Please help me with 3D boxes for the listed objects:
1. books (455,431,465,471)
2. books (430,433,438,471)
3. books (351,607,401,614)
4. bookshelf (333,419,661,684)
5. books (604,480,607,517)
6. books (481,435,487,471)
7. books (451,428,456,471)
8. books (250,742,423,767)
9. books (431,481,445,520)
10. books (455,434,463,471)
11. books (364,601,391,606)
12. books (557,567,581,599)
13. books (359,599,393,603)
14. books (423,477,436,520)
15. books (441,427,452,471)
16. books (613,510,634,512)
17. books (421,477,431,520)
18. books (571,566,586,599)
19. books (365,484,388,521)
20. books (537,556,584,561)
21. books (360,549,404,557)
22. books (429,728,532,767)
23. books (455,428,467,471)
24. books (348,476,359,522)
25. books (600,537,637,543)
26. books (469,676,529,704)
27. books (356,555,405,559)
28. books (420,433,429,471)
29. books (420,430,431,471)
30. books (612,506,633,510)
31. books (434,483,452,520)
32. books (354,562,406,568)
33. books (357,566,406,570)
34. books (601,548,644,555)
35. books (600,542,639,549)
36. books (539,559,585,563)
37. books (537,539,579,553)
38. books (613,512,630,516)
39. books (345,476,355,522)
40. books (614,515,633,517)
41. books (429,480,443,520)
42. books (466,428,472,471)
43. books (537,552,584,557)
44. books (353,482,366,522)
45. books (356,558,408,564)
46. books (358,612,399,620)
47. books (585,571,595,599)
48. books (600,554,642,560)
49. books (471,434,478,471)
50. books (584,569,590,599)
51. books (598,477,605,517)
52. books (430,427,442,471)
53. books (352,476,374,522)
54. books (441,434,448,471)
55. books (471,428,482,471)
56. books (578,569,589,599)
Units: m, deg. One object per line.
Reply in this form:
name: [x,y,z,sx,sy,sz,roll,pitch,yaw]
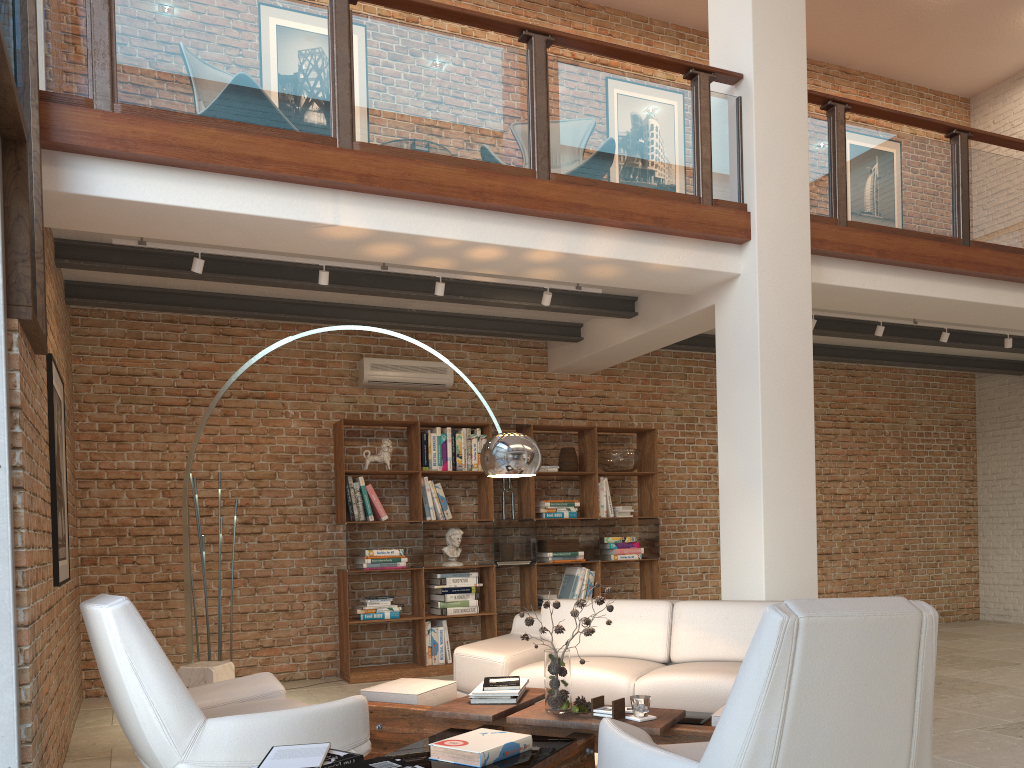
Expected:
books: [-0.482,0.609,7.752,0.020,0.356,0.274,-2,-3,-24]
books: [-0.719,0.609,7.639,0.055,0.326,0.257,-2,-3,-24]
books: [-1.164,1.929,7.454,0.380,0.036,0.248,3,-11,-24]
bookshelf: [-0.044,1.476,7.924,3.035,2.181,0.367,1,-1,-24]
books: [0.825,1.102,8.327,0.020,0.356,0.274,-2,-3,-24]
books: [-0.296,0.636,7.852,0.055,0.326,0.257,-2,-3,-24]
books: [-0.560,0.592,7.718,0.036,0.380,0.246,-2,-2,-24]
books: [-0.530,1.078,2.407,0.390,0.078,0.575,6,-12,-39]
books: [-0.694,1.031,7.669,0.124,0.345,0.274,-1,-3,-24]
books: [-0.511,0.619,7.723,0.055,0.326,0.257,-2,-3,-24]
books: [-1.158,1.879,7.471,0.206,0.033,0.134,3,-10,-24]
books: [0.530,1.909,8.214,0.163,0.369,0.246,-1,-3,-24]
books: [-1.167,1.854,7.475,0.237,0.018,0.173,4,-11,-30]
books: [-0.755,1.007,7.622,0.103,0.380,0.246,-1,-2,-24]
books: [-0.590,0.588,7.694,0.036,0.380,0.246,-2,-2,-24]
books: [1.050,1.227,8.418,0.171,0.018,0.240,2,-10,-20]
books: [-0.799,1.009,7.628,0.101,0.380,0.246,-1,-2,-24]
books: [0.578,1.906,8.209,0.161,0.369,0.246,-1,-3,-24]
books: [-1.189,1.020,7.462,0.195,0.316,0.257,0,-4,-24]
books: [0.448,1.632,8.180,0.380,0.036,0.247,4,-11,-28]
books: [-1.119,1.446,7.472,0.326,0.055,0.258,2,-10,-21]
books: [-0.118,1.403,3.372,0.257,0.056,0.329,-8,-12,36]
books: [-0.461,0.599,7.776,0.036,0.380,0.246,-2,-2,-24]
books: [-1.368,0.976,7.372,0.091,0.381,0.246,-2,-2,-24]
books: [1.005,1.506,8.418,0.326,0.055,0.259,1,-10,-14]
books: [-0.064,1.519,4.341,0.250,0.073,0.406,-3,-10,8]
books: [-1.127,1.484,7.471,0.356,0.020,0.276,3,-11,-25]
books: [-0.797,0.609,7.625,0.055,0.326,0.257,-2,-3,-24]
books: [-0.762,0.597,7.639,0.020,0.356,0.274,-2,-3,-24]
books: [1.044,1.200,8.410,0.133,0.033,0.208,5,-11,-33]
books: [-0.644,1.039,7.676,0.158,0.326,0.257,-1,-3,-24]
books: [-1.128,1.546,7.456,0.380,0.036,0.247,4,-11,-28]
books: [-1.121,1.576,7.466,0.356,0.020,0.276,3,-11,-24]
books: [1.068,1.618,8.435,0.327,0.055,0.258,4,-11,-29]
books: [1.021,1.562,8.426,0.327,0.055,0.258,3,-10,-24]
books: [0.467,1.659,8.172,0.356,0.020,0.276,3,-11,-25]
books: [0.432,1.512,8.145,0.335,0.117,0.216,2,-8,-24]
books: [1.046,1.252,8.411,0.132,0.033,0.209,1,-10,-14]
books: [-1.399,0.974,7.349,0.091,0.381,0.246,-2,-2,-24]
books: [1.048,1.281,8.428,0.171,0.018,0.240,1,-10,-16]
books: [-0.710,1.028,7.652,0.124,0.345,0.274,-1,-3,-24]
books: [-0.422,0.599,7.779,0.036,0.380,0.246,-2,-2,-24]
books: [0.448,1.589,8.142,0.380,0.036,0.248,3,-11,-25]
books: [-1.328,1.007,7.410,0.102,0.331,0.257,-1,-3,-24]
books: [-1.116,1.509,7.454,0.380,0.036,0.247,4,-11,-30]
books: [-1.141,1.975,7.455,0.326,0.055,0.259,1,-10,-14]
books: [0.684,1.931,8.261,0.116,0.331,0.257,-1,-3,-24]
books: [1.047,1.673,8.425,0.326,0.055,0.258,2,-10,-21]
books: [-0.376,0.627,7.793,0.055,0.326,0.257,-2,-3,-24]
books: [0.638,1.924,8.256,0.098,0.351,0.274,-1,-3,-24]
books: [0.802,1.086,8.307,0.036,0.380,0.246,-2,-2,-24]
books: [-0.678,0.585,7.661,0.036,0.380,0.246,-2,-2,-24]
books: [-1.265,0.981,7.403,0.121,0.378,0.246,-1,-2,-24]
books: [-0.640,0.617,7.694,0.055,0.326,0.257,-2,-3,-24]
books: [-0.336,0.603,7.817,0.036,0.380,0.246,-2,-2,-24]
books: [0.622,1.919,8.239,0.098,0.351,0.274,-1,-3,-24]
